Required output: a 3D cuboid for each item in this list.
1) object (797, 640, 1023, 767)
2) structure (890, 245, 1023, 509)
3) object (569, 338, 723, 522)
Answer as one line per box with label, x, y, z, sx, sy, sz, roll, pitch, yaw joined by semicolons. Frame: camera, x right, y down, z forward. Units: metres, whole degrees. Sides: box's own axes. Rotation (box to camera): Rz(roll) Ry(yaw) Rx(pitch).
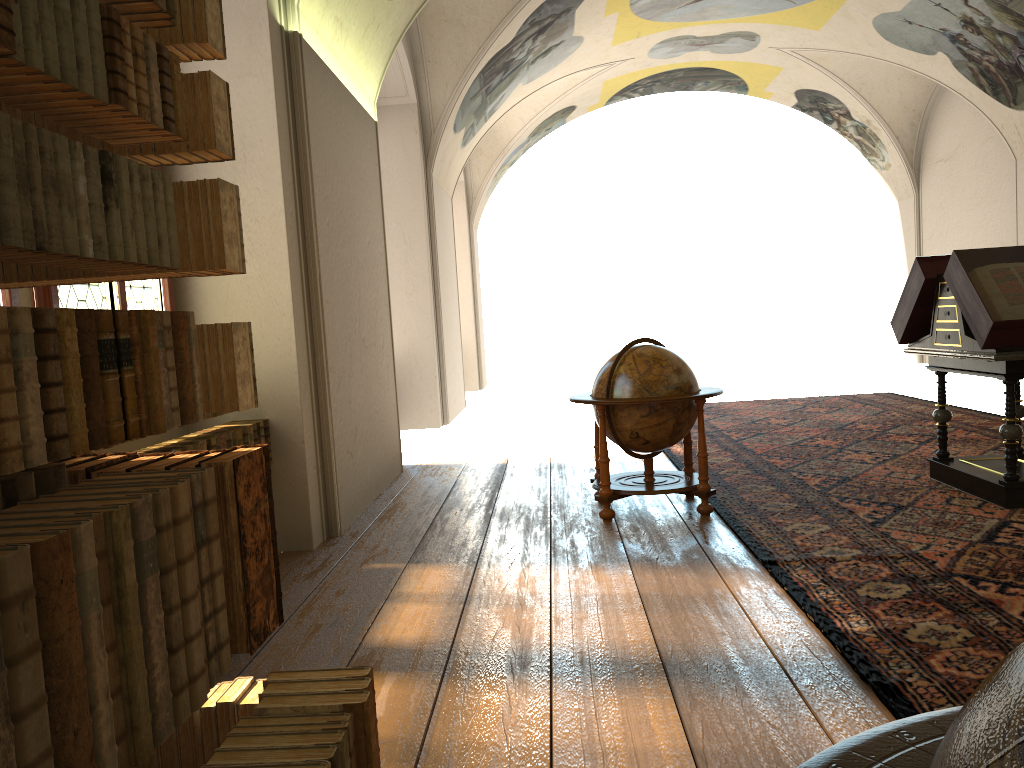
object;0.848;0.800;0.795;1.278;1.451;1.278;-7;5;-35
structure;4.049;-0.092;7.138;1.245;1.984;1.888;-3;4;3
object;1.133;0.336;7.466;1.279;1.451;1.277;0;6;40
